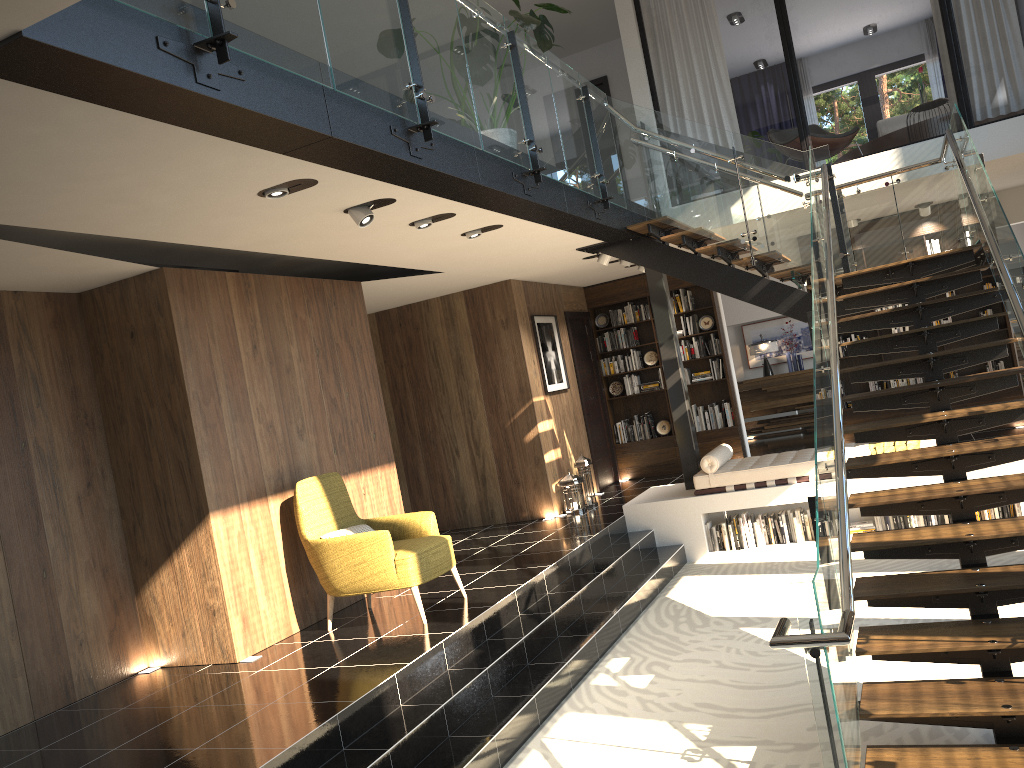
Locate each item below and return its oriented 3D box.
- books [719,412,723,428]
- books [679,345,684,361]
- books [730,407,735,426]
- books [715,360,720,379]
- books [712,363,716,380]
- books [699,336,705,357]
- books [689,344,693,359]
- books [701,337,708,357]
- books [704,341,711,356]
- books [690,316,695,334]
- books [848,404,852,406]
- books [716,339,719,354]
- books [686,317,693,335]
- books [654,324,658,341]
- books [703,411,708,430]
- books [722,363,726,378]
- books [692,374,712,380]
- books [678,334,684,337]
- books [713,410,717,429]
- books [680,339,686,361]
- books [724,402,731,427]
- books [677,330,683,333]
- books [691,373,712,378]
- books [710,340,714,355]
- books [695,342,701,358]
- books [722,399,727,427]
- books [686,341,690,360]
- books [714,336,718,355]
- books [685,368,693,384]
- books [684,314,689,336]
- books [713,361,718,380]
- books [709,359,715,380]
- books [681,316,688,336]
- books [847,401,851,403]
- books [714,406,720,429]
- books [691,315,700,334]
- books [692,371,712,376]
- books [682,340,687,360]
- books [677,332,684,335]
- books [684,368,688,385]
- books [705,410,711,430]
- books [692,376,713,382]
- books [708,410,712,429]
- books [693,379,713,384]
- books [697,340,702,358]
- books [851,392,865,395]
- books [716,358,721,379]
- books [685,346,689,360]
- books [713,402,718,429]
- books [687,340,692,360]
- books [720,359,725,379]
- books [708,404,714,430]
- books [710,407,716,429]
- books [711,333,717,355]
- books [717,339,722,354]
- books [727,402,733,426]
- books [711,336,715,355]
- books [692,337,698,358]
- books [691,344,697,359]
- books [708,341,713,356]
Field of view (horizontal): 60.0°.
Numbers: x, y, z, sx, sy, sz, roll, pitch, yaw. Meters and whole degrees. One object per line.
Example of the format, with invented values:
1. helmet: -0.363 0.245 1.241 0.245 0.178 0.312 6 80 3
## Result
1. books: 2.751 0.468 11.603 0.032 0.195 0.134 -11 0 24
2. books: 2.260 -0.410 11.727 0.033 0.211 0.132 -11 0 24
3. books: 2.882 0.417 11.520 0.029 0.247 0.139 -11 0 24
4. books: 2.702 -0.195 11.587 0.038 0.257 0.138 -11 0 24
5. books: 2.661 -0.171 11.597 0.024 0.226 0.141 -11 0 24
6. books: 2.491 -0.488 11.591 0.037 0.277 0.179 -11 0 24
7. books: 2.377 -0.427 11.658 0.026 0.200 0.154 -11 0 24
8. books: 2.513 -0.485 11.574 0.016 0.262 0.155 -11 0 24
9. books: 2.564 -0.461 11.582 0.060 0.196 0.119 -11 0 24
10. books: 2.386 -0.772 11.670 0.047 0.238 0.225 -11 0 24
11. books: 4.280 0.237 10.916 0.258 0.024 0.167 -11 -1 25
12. books: 2.684 -0.486 11.509 0.023 0.200 0.120 -11 0 24
13. books: 2.347 -0.763 11.669 0.025 0.235 0.231 -11 0 24
14. books: 1.966 -0.693 11.887 0.028 0.242 0.194 -11 0 24
15. books: 2.563 0.477 11.686 0.034 0.250 0.114 -11 0 24
16. books: 2.779 -0.183 11.529 0.021 0.204 0.169 -11 0 24
17. books: 2.508 -0.092 11.661 0.263 0.030 0.159 -11 -1 21
18. books: 2.172 -0.626 11.804 0.239 0.033 0.176 -11 -1 21
19. books: 2.676 0.455 11.622 0.022 0.250 0.144 -11 0 24
20. books: 2.277 -0.448 11.708 0.025 0.280 0.145 -11 0 24
21. books: 2.820 0.394 11.542 0.035 0.314 0.168 -11 0 24
22. books: 2.160 -0.682 11.800 0.264 0.021 0.189 -11 -1 22
23. books: 2.506 -0.116 11.666 0.266 0.019 0.157 -11 -1 26
24. books: 2.611 -0.477 11.529 0.020 0.209 0.147 -11 0 24
25. books: 2.438 -0.449 11.609 0.027 0.219 0.139 -11 0 24
26. books: 2.770 0.383 11.558 0.065 0.354 0.164 -11 0 24
27. books: 2.331 -0.445 11.663 0.014 0.253 0.169 -11 0 24
28. books: 2.664 -0.505 11.525 0.018 0.246 0.144 -11 0 24
29. books: 2.342 -0.100 11.710 0.036 0.206 0.215 -11 0 24
30. books: 2.308 -0.782 11.683 0.049 0.286 0.259 -11 0 24
31. books: 2.663 -0.183 11.559 0.014 0.246 0.192 -11 0 24
32. books: 2.629 -0.193 11.584 0.014 0.279 0.202 -11 0 24
33. books: 2.284 -0.766 11.712 0.023 0.264 0.218 -11 0 24
34. books: 4.270 0.185 10.914 0.287 0.030 0.176 -11 -1 22
35. books: 2.697 0.429 11.590 0.018 0.292 0.191 -11 0 24
36. books: 2.415 -0.785 11.640 0.035 0.251 0.196 -11 0 24
37. books: 2.505 -0.141 11.674 0.239 0.031 0.146 -11 -1 24
38. books: 2.290 -0.447 11.683 0.019 0.272 0.175 -11 0 24
39. books: 2.161 -0.657 11.792 0.266 0.030 0.209 -11 -1 25
40. books: 2.323 -0.105 11.750 0.028 0.224 0.161 -11 0 24
41. books: 2.586 0.469 11.653 0.037 0.255 0.145 -11 0 24
42. books: 2.510 -0.063 11.653 0.272 0.028 0.174 -11 -1 20
43. books: 2.619 0.461 11.653 0.025 0.260 0.114 -11 0 24
44. books: 2.519 -0.040 11.663 0.245 0.021 0.159 -11 -1 26
45. books: 2.471 -0.464 11.620 0.030 0.239 0.146 -11 0 24
46. books: 4.261 0.133 10.917 0.257 0.024 0.167 -11 -1 24
47. books: 2.705 -0.202 11.533 0.013 0.267 0.177 -11 0 24
48. books: 2.322 -0.406 11.678 0.028 0.180 0.130 -11 0 24
49. books: 2.678 0.412 11.597 0.016 0.332 0.195 -11 0 24
50. books: 2.343 -0.447 11.648 0.021 0.253 0.167 -11 0 24
51. books: 2.732 -0.200 11.516 0.047 0.253 0.210 -11 0 24
52. books: 2.620 0.429 11.623 0.012 0.322 0.177 -11 0 24
53. books: 2.644 0.443 11.619 0.029 0.286 0.137 -11 0 24
54. books: 2.637 -0.517 11.511 0.016 0.278 0.201 -11 0 24
55. books: 2.699 -0.487 11.485 0.026 0.196 0.169 -11 0 24
56. books: 2.846 0.393 11.523 0.029 0.306 0.149 -11 0 24
57. books: 2.629 -0.515 11.535 0.018 0.278 0.114 -11 0 24
58. books: 2.416 -0.475 11.629 0.020 0.281 0.152 -11 0 24
59. books: 2.392 -0.427 11.620 0.032 0.195 0.182 -11 0 24
60. books: 2.600 -0.465 11.556 0.026 0.190 0.121 -11 0 24
